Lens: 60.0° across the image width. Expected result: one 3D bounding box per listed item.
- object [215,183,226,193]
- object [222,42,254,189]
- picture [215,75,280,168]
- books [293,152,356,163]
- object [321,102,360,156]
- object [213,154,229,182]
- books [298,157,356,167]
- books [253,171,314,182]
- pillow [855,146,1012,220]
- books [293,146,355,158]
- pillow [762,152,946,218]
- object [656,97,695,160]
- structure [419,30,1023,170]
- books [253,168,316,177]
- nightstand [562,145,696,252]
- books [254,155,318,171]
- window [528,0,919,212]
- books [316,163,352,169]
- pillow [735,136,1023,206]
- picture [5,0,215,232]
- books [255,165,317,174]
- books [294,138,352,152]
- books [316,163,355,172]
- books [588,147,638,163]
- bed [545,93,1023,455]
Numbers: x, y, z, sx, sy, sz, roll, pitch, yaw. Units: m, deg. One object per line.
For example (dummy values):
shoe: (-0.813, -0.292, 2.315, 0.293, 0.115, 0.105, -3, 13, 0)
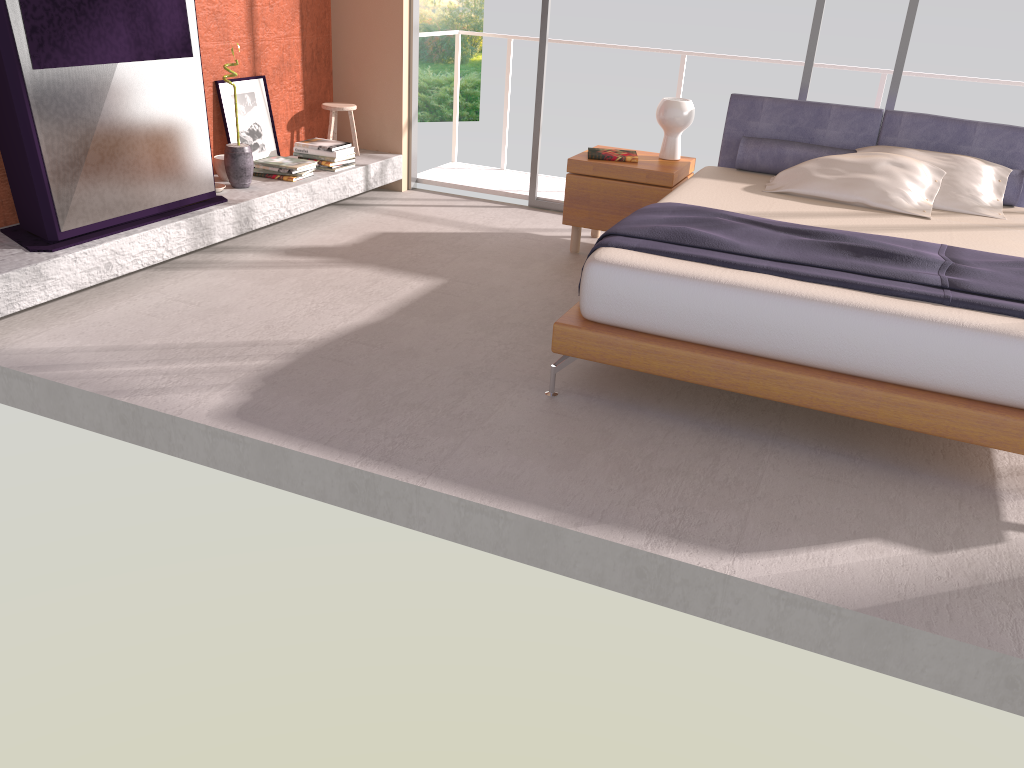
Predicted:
object: (-1.727, -1.122, 5.112, 0.152, 0.040, 0.152, -12, 29, -30)
object: (-1.582, -1.532, 5.081, 0.165, 0.810, 0.165, -19, 33, -40)
picture: (-1.659, -1.645, 5.614, 0.117, 0.550, 0.458, 13, 27, 19)
books: (-1.244, -1.524, 5.893, 0.328, 0.027, 0.247, 14, 27, 21)
object: (-1.205, -1.790, 6.248, 0.260, 0.349, 0.257, 0, 25, -8)
object: (-1.713, -1.306, 5.376, 0.180, 0.137, 0.179, 20, 29, 31)
books: (-1.230, -1.494, 5.895, 0.287, 0.025, 0.247, 19, 29, 29)
books: (-1.435, -1.322, 5.580, 0.287, 0.025, 0.247, 12, 26, 17)
pillow: (2.138, -1.043, 4.570, 0.791, 0.265, 0.400, 15, 27, 22)
books: (-1.242, -1.554, 5.879, 0.319, 0.038, 0.247, 12, 26, 17)
pillow: (1.737, -1.044, 4.537, 0.869, 0.264, 0.431, 17, 28, 26)
object: (0.949, -1.501, 5.220, 0.224, 0.338, 0.224, 19, 29, 30)
structure: (2.930, -1.323, 5.485, 7.689, 1.005, 0.728, 13, 27, 19)
books: (-1.436, -1.350, 5.585, 0.328, 0.018, 0.247, 6, 25, 6)
nightstand: (0.701, -1.082, 5.353, 0.628, 0.556, 0.562, 13, 27, 19)
books: (-1.424, -1.387, 5.565, 0.328, 0.018, 0.247, 12, 26, 17)
window: (3.009, -2.025, 4.667, 6.106, 3.133, 0.075, 13, 27, 19)
books: (-1.252, -1.481, 5.916, 0.287, 0.018, 0.247, 13, 26, 19)
pillow: (1.966, -1.167, 4.834, 1.470, 0.201, 0.205, 13, 27, 19)
picture: (-1.832, -1.558, 4.107, 0.126, 1.496, 1.129, 13, 27, 19)
books: (-1.420, -1.368, 5.573, 0.287, 0.025, 0.247, 14, 27, 22)
books: (-1.246, -1.583, 5.868, 0.287, 0.025, 0.247, 13, 26, 19)
books: (-1.248, -1.463, 5.921, 0.328, 0.018, 0.247, 14, 27, 21)
books: (0.591, -1.346, 5.215, 0.287, 0.025, 0.247, 5, 25, 2)
bed: (1.538, -0.631, 4.043, 2.017, 0.959, 2.462, 13, 27, 19)
